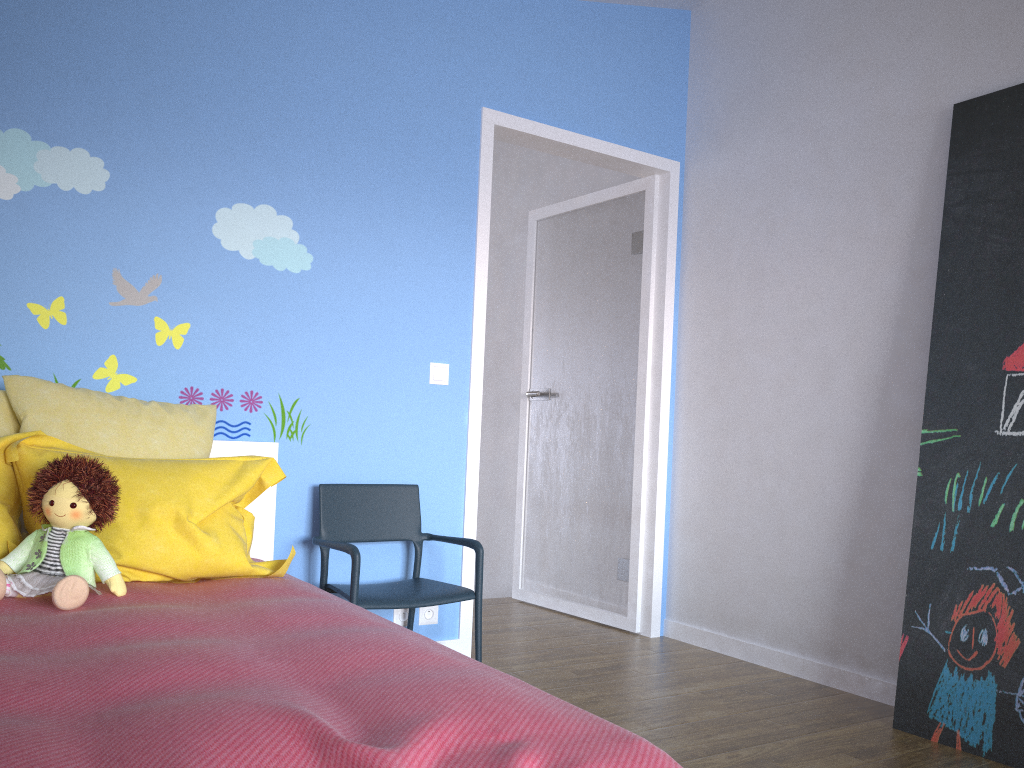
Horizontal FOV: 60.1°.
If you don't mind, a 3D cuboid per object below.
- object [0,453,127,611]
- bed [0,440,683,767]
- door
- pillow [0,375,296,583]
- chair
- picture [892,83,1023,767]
[{"bbox_3d":[-0.989,0.321,1.927,0.286,0.341,0.251,2,-2,2],"label":"object"},{"bbox_3d":[-0.830,0.513,1.576,1.929,0.810,2.317,5,-4,-33],"label":"bed"},{"bbox_3d":[0.003,0.046,4.100,1.034,2.127,0.998,3,-1,-33],"label":"door"},{"bbox_3d":[-1.258,0.233,2.226,1.347,0.531,0.679,4,-3,-32],"label":"pillow"},{"bbox_3d":[-0.412,0.687,2.991,0.513,0.674,0.416,4,-2,-36],"label":"chair"},{"bbox_3d":[1.583,0.071,2.440,0.208,2.017,0.957,3,-1,-33],"label":"picture"}]
